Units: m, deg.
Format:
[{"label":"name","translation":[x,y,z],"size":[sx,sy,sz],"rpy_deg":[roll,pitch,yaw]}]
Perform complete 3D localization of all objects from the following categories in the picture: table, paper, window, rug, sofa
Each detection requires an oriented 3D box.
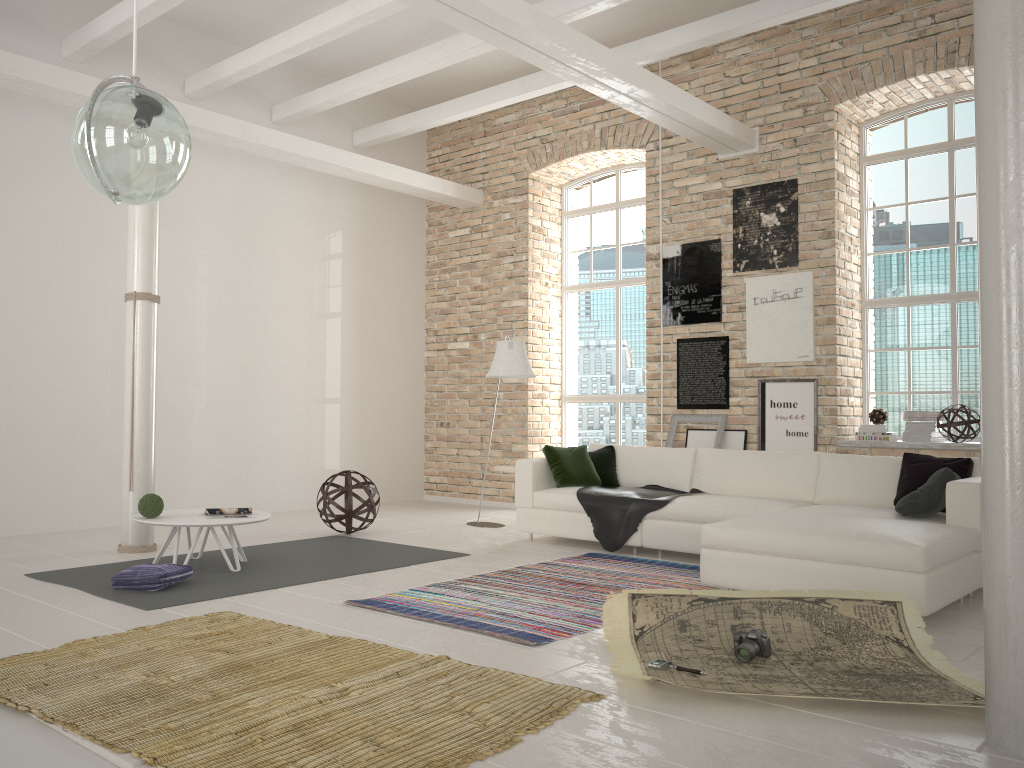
[{"label":"table","translation":[-2.063,1.047,5.937],"size":[0.854,0.342,0.968],"rpy_deg":[2,-3,-35]},{"label":"paper","translation":[1.111,1.030,3.586],"size":[1.497,0.265,1.040],"rpy_deg":[0,-2,7]},{"label":"window","translation":[0.335,-1.178,3.632],"size":[1.532,2.989,10.654],"rpy_deg":[-2,-3,41]},{"label":"rug","translation":[-0.960,1.128,3.377],"size":[2.349,0.021,1.435],"rpy_deg":[-1,-3,35]},{"label":"sofa","translation":[1.339,0.885,6.190],"size":[3.509,0.842,2.024],"rpy_deg":[-1,-3,41]},{"label":"rug","translation":[-1.687,1.226,6.072],"size":[1.539,0.041,2.529],"rpy_deg":[-1,-3,39]},{"label":"window","translation":[-2.258,-0.785,5.893],"size":[1.532,3.655,10.654],"rpy_deg":[-2,-3,41]},{"label":"rug","translation":[0.344,1.222,5.332],"size":[1.507,0.008,2.498],"rpy_deg":[-1,-3,39]}]

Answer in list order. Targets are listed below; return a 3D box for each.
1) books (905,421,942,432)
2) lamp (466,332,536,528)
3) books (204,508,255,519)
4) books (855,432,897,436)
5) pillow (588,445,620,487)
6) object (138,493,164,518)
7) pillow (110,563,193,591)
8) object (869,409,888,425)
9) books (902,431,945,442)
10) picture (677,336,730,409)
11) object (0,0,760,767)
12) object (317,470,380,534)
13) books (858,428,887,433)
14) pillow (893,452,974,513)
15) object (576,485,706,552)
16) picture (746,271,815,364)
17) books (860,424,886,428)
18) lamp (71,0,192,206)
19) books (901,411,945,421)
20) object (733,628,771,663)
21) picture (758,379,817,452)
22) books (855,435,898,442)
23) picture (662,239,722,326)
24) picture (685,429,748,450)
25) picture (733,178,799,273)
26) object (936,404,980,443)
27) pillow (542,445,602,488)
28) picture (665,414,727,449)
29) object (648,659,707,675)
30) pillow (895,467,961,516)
[{"label":"books","translation":[3.470,0.355,7.505],"size":[0.254,0.088,0.296],"rpy_deg":[-1,-3,36]},{"label":"lamp","translation":[-0.105,0.435,8.177],"size":[0.436,1.775,1.036],"rpy_deg":[1,-2,-18]},{"label":"books","translation":[-1.891,0.855,5.957],"size":[0.293,0.048,0.388],"rpy_deg":[1,-2,-20]},{"label":"books","translation":[3.061,0.419,7.486],"size":[0.290,0.024,0.204],"rpy_deg":[-1,-3,38]},{"label":"pillow","translation":[0.687,0.703,7.574],"size":[0.412,0.365,0.314],"rpy_deg":[0,-2,-2]},{"label":"object","translation":[-2.337,0.790,5.771],"size":[0.168,0.164,0.157],"rpy_deg":[0,-2,17]},{"label":"pillow","translation":[-2.104,1.137,5.219],"size":[0.369,0.164,0.340],"rpy_deg":[0,-2,17]},{"label":"object","translation":[3.097,0.276,7.538],"size":[0.137,0.137,0.148],"rpy_deg":[1,-2,-22]},{"label":"books","translation":[3.468,0.438,7.501],"size":[0.295,0.088,0.254],"rpy_deg":[3,-3,-44]},{"label":"picture","translation":[1.814,-0.101,8.448],"size":[0.547,0.681,0.060],"rpy_deg":[-2,-3,41]},{"label":"object","translation":[0.008,-1.213,3.957],"size":[10.846,4.799,11.044],"rpy_deg":[-1,-3,41]},{"label":"object","translation":[-1.409,1.017,7.687],"size":[0.561,0.543,0.522],"rpy_deg":[0,-2,17]},{"label":"books","translation":[3.043,0.389,7.519],"size":[0.215,0.041,0.183],"rpy_deg":[-1,-2,27]},{"label":"pillow","translation":[2.752,0.650,5.826],"size":[0.456,0.390,0.226],"rpy_deg":[-2,-3,42]},{"label":"object","translation":[0.996,1.037,6.918],"size":[0.957,0.464,0.723],"rpy_deg":[-1,-3,39]},{"label":"picture","translation":[2.382,-0.584,7.945],"size":[0.631,0.784,0.034],"rpy_deg":[-2,-3,41]},{"label":"books","translation":[3.048,0.354,7.515],"size":[0.196,0.030,0.165],"rpy_deg":[-1,-2,30]},{"label":"lamp","translation":[-1.636,-1.552,3.872],"size":[0.471,1.599,0.533],"rpy_deg":[2,-3,-35]},{"label":"books","translation":[3.458,0.270,7.510],"size":[0.320,0.085,0.217],"rpy_deg":[0,-2,22]},{"label":"object","translation":[1.000,1.105,3.790],"size":[0.159,0.124,0.157],"rpy_deg":[-1,-3,41]},{"label":"picture","translation":[2.426,0.334,7.868],"size":[0.555,0.756,0.011],"rpy_deg":[-2,-3,41]},{"label":"books","translation":[3.058,0.455,7.487],"size":[0.296,0.048,0.204],"rpy_deg":[-1,-3,38]},{"label":"picture","translation":[1.722,-0.965,8.549],"size":[0.632,0.785,0.034],"rpy_deg":[-2,-3,41]},{"label":"picture","translation":[1.871,0.704,8.261],"size":[0.616,0.568,0.137],"rpy_deg":[-2,-3,41]},{"label":"picture","translation":[2.295,-1.425,8.082],"size":[0.630,0.784,0.034],"rpy_deg":[-2,-3,41]},{"label":"object","translation":[3.546,0.314,7.076],"size":[0.325,0.307,0.287],"rpy_deg":[-1,-3,32]},{"label":"pillow","translation":[0.493,0.679,7.398],"size":[0.397,0.343,0.319],"rpy_deg":[1,-2,-23]},{"label":"picture","translation":[1.690,0.576,8.343],"size":[0.582,0.582,0.264],"rpy_deg":[-2,-3,41]},{"label":"object","translation":[0.673,1.144,3.586],"size":[0.243,0.019,0.090],"rpy_deg":[-1,-3,37]},{"label":"pillow","translation":[2.555,0.654,5.483],"size":[0.363,0.305,0.390],"rpy_deg":[-1,-3,31]}]
